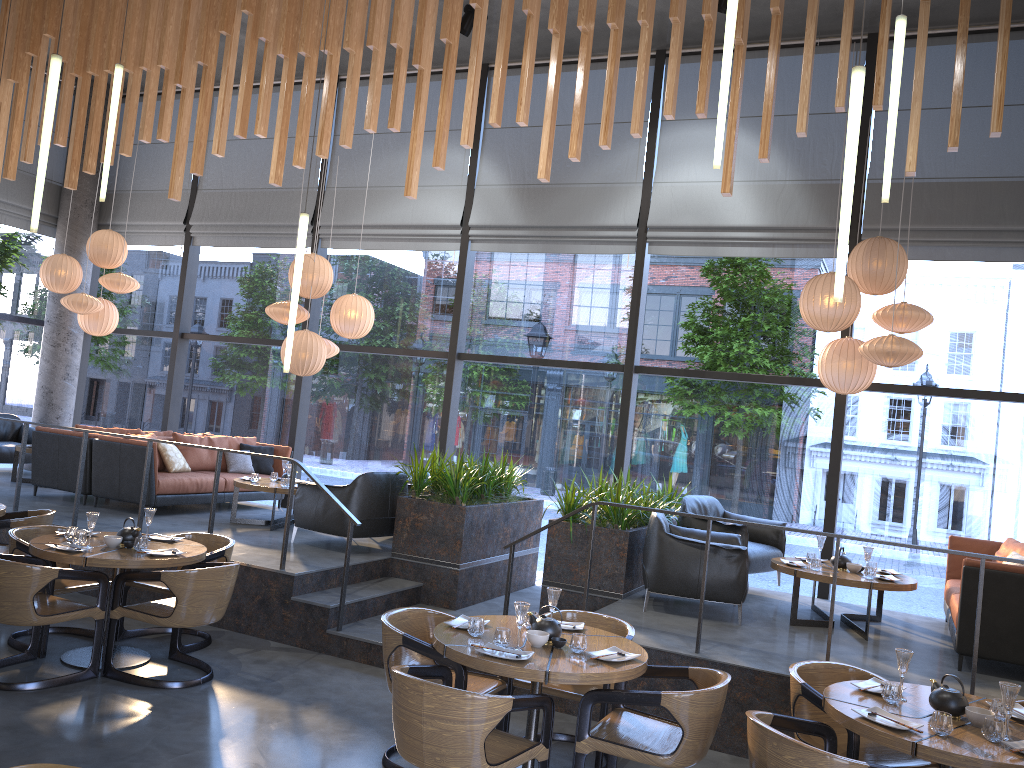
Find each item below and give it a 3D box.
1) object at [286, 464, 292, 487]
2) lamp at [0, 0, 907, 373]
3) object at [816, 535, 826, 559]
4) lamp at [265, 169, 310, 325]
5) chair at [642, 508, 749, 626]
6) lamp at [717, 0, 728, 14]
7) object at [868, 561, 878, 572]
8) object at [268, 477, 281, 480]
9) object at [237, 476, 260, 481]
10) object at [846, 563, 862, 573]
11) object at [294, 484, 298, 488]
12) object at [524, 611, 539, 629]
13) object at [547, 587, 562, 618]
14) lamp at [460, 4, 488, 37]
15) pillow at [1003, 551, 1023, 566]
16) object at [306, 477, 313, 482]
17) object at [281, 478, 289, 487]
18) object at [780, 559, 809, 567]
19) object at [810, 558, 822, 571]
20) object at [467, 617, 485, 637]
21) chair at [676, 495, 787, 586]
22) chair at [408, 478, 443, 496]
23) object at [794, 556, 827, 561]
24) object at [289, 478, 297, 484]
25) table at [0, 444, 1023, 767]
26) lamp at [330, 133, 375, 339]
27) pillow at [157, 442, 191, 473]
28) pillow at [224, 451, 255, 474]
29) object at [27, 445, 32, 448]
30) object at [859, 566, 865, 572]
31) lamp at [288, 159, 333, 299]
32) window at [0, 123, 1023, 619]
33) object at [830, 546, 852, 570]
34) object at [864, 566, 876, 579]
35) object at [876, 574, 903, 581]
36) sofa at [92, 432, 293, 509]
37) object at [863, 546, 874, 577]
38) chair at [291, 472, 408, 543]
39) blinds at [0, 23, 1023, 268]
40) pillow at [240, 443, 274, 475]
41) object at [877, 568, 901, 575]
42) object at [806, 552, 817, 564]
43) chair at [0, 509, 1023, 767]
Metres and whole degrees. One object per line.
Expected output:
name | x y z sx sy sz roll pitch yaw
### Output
object | -2.271 0.928 9.025 0.082 0.227 0.082 7 -3 -23
lamp | -2.470 -5.458 2.261 8.975 10.231 8.774 5 -3 23
object | 2.534 1.363 7.291 0.082 0.227 0.082 6 -3 6
lamp | -2.295 -1.760 9.538 0.467 2.271 0.467 7 -3 -13
chair | 1.446 1.404 7.003 0.833 0.743 1.030 6 -3 10
lamp | 1.863 -3.354 7.670 0.273 0.367 0.300 7 -3 -20
object | 2.864 1.458 7.058 0.086 0.086 0.086 5 -3 28
object | -2.507 1.035 9.667 0.294 0.025 0.170 8 -3 -30
object | -2.752 0.989 9.247 0.170 0.025 0.294 6 -3 5
object | 2.683 1.446 6.961 0.116 0.065 0.116 8 -3 -36
object | -2.142 1.042 8.971 0.170 0.025 0.294 6 -3 5
object | 0.104 1.276 4.779 0.086 0.086 0.086 6 -3 6
object | 0.216 1.216 4.775 0.082 0.227 0.082 3 -4 45
lamp | -0.423 -3.552 8.682 0.300 0.367 0.273 4 -4 43
pillow | 3.919 1.481 6.953 0.289 0.311 0.393 6 -3 5
object | -2.119 1.029 9.313 0.086 0.086 0.086 5 -3 28
object | -2.286 0.994 8.937 0.086 0.086 0.086 5 -3 28
object | 2.231 1.419 6.992 0.170 0.025 0.294 6 -3 5
object | 2.345 1.393 6.841 0.086 0.086 0.086 5 -3 28
object | -0.181 1.232 4.492 0.086 0.086 0.086 8 -3 -40
chair | 1.969 1.433 8.115 0.833 0.743 1.030 4 -3 39
chair | -0.989 1.253 9.393 0.833 0.743 1.030 6 -3 10
object | 2.477 1.464 7.412 0.294 0.025 0.170 8 -3 -30
object | -2.300 1.016 9.216 0.116 0.065 0.116 8 -3 -36
table | -2.310 1.394 6.113 10.659 0.968 6.876 5 -3 25
lamp | -1.849 -2.209 6.276 0.468 3.124 6.999 6 -3 5
pillow | -3.653 0.790 9.534 0.289 0.311 0.393 6 -3 5
pillow | -3.168 0.903 10.290 0.203 0.263 0.332 4 -4 44
object | -5.609 0.737 10.417 0.170 0.025 0.294 8 -3 -41
object | 2.759 1.469 7.038 0.080 0.042 0.080 7 -3 -13
lamp | -2.036 -2.086 9.467 0.465 2.374 0.465 8 -4 -42
window | -3.188 -1.263 4.317 12.739 5.897 12.900 5 -3 24
object | 2.637 1.389 7.103 0.163 0.179 0.168 7 -3 -10
object | 2.697 1.424 6.682 0.086 0.086 0.086 5 -3 28
object | 2.841 1.472 6.716 0.170 0.025 0.294 6 -3 5
sofa | -3.492 0.973 9.873 0.864 0.811 2.226 5 -3 24
object | 2.712 1.358 6.770 0.082 0.227 0.082 7 -3 -23
chair | -1.465 1.153 8.314 0.833 0.743 1.030 5 -3 31
blinds | -4.790 -3.059 8.369 17.610 2.314 8.760 7 -3 -22
pillow | -3.041 0.895 10.546 0.418 0.345 0.242 7 -3 -25
object | 3.015 1.508 7.107 0.170 0.025 0.294 6 -3 5
object | 2.441 1.421 7.228 0.086 0.086 0.086 7 -3 -28
chair | -2.325 1.420 4.411 9.749 0.759 4.352 5 -3 26
